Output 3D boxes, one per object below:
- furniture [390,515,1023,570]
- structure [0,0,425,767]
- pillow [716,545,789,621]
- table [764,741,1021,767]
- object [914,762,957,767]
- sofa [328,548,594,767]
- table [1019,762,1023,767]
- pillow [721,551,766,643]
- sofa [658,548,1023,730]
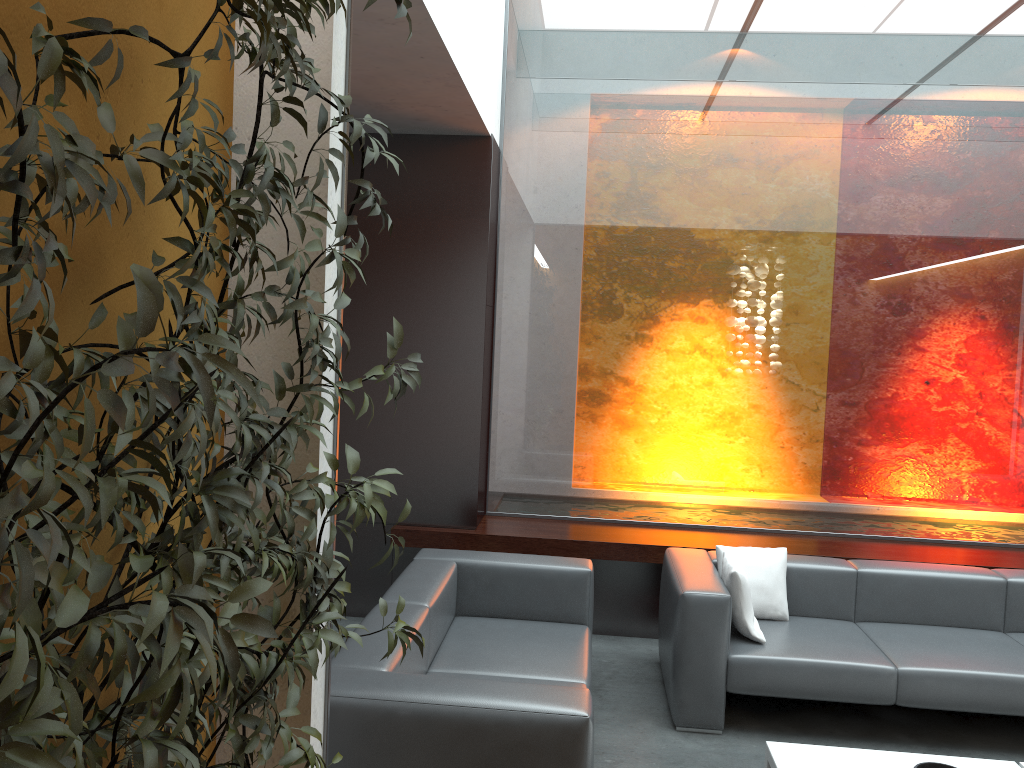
[{"bbox_3d":[2.270,1.065,5.445,6.000,0.109,0.600,3,3,5],"label":"furniture"},{"bbox_3d":[-0.585,0.213,0.730,0.622,2.483,3.166,3,3,4],"label":"structure"},{"bbox_3d":[1.254,1.038,4.638,0.376,0.361,0.169,3,3,3],"label":"pillow"},{"bbox_3d":[1.513,1.620,3.184,1.000,0.150,1.000,3,3,5],"label":"table"},{"bbox_3d":[1.373,1.401,2.835,0.265,0.309,0.265,1,3,-23],"label":"object"},{"bbox_3d":[-0.134,1.249,3.724,0.943,0.652,2.025,3,3,5],"label":"sofa"},{"bbox_3d":[2.525,1.669,3.093,1.000,0.150,1.000,3,3,5],"label":"table"},{"bbox_3d":[1.130,1.047,4.380,0.186,0.358,0.376,3,3,4],"label":"pillow"},{"bbox_3d":[2.164,1.312,4.428,2.781,0.652,0.943,3,3,5],"label":"sofa"}]
